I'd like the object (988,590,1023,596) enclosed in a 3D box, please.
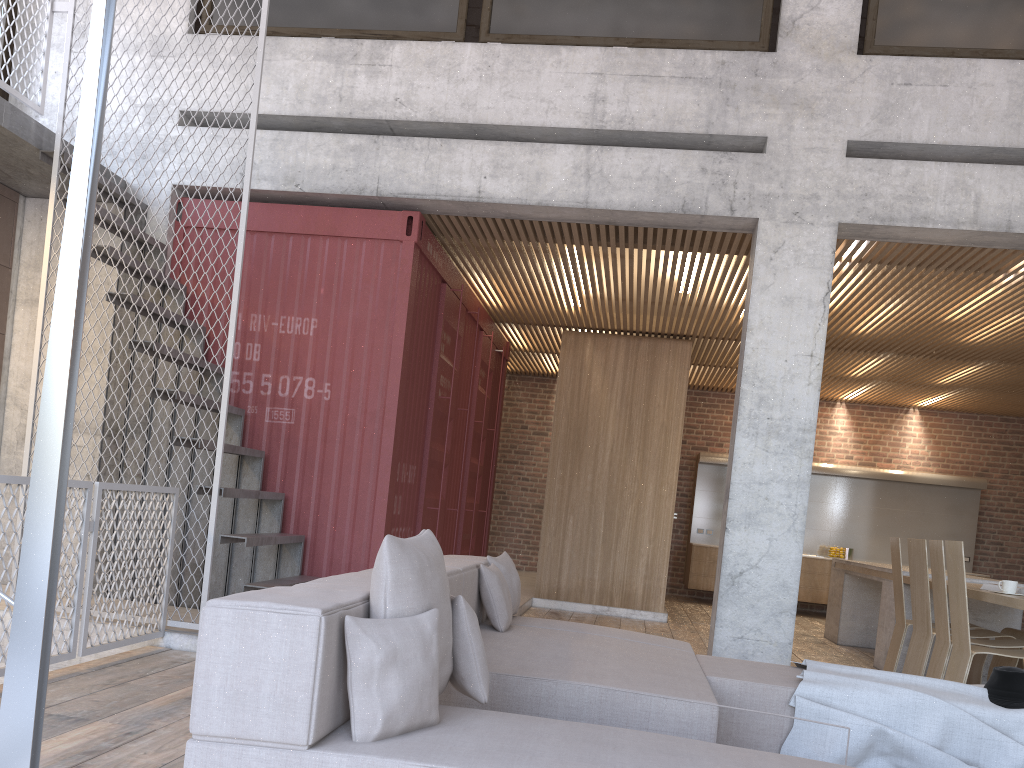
[{"bbox_3d":[3.289,1.389,5.806,0.185,0.014,0.186,7,-8,-5],"label":"object"}]

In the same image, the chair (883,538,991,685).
[{"bbox_3d":[3.306,1.831,6.850,0.719,1.191,0.350,6,0,13],"label":"chair"}]

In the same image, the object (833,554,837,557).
[{"bbox_3d":[4.666,2.480,12.659,0.064,0.053,0.051,10,-5,-39],"label":"object"}]

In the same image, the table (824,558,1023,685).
[{"bbox_3d":[3.793,2.109,7.476,1.009,0.914,5.248,5,-8,9],"label":"table"}]

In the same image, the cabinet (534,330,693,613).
[{"bbox_3d":[1.422,1.266,11.873,1.514,3.110,3.793,6,-5,9],"label":"cabinet"}]

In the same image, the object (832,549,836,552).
[{"bbox_3d":[4.652,2.406,12.677,0.054,0.052,0.061,9,-5,-34],"label":"object"}]

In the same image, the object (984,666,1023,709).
[{"bbox_3d":[2.254,1.364,3.964,0.298,0.168,0.304,6,-6,-4],"label":"object"}]

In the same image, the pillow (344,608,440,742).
[{"bbox_3d":[-0.328,0.821,2.453,0.150,0.375,0.373,5,-3,41],"label":"pillow"}]

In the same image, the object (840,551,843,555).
[{"bbox_3d":[4.756,2.440,12.670,0.061,0.053,0.053,6,-4,-1],"label":"object"}]

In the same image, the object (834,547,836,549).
[{"bbox_3d":[4.700,2.391,12.726,0.051,0.053,0.063,3,-6,45],"label":"object"}]

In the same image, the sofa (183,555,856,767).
[{"bbox_3d":[0.832,1.285,3.537,3.004,0.781,3.032,5,-8,8],"label":"sofa"}]

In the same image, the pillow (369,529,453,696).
[{"bbox_3d":[-0.306,0.737,2.748,0.221,0.554,0.569,6,-4,11],"label":"pillow"}]

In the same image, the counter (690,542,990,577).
[{"bbox_3d":[4.679,2.550,12.786,4.068,0.020,0.660,5,-8,8],"label":"counter"}]

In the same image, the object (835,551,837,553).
[{"bbox_3d":[4.694,2.447,12.683,0.063,0.053,0.051,10,-5,-39],"label":"object"}]

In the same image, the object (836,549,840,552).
[{"bbox_3d":[4.707,2.397,12.656,0.064,0.053,0.051,9,-5,-34],"label":"object"}]

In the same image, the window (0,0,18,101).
[{"bbox_3d":[-4.103,-2.770,4.933,0.110,1.734,3.606,6,-6,9],"label":"window"}]

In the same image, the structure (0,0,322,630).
[{"bbox_3d":[-2.941,-0.631,4.800,3.030,4.297,3.714,6,-3,8],"label":"structure"}]

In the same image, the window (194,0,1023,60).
[{"bbox_3d":[1.759,-2.557,6.095,8.416,0.608,0.113,5,0,8],"label":"window"}]

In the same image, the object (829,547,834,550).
[{"bbox_3d":[4.646,2.393,12.750,0.053,0.051,0.063,6,-5,1],"label":"object"}]

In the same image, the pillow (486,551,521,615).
[{"bbox_3d":[-0.045,1.142,4.981,0.187,0.364,0.366,6,-4,13],"label":"pillow"}]

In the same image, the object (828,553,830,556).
[{"bbox_3d":[4.639,2.486,12.773,0.059,0.057,0.052,2,-5,45],"label":"object"}]

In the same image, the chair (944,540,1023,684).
[{"bbox_3d":[3.016,1.588,5.356,0.720,1.191,0.350,6,0,11],"label":"chair"}]

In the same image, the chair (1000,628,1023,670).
[{"bbox_3d":[4.195,1.907,6.728,0.721,1.191,0.349,6,0,2],"label":"chair"}]

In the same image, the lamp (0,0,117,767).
[{"bbox_3d":[-0.381,-0.281,2.659,2.632,3.415,0.755,6,0,-5],"label":"lamp"}]

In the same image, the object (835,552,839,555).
[{"bbox_3d":[4.698,2.447,12.652,0.061,0.054,0.052,4,-4,22],"label":"object"}]

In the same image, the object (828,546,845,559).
[{"bbox_3d":[4.703,2.434,12.719,0.189,0.174,0.209,5,-5,8],"label":"object"}]

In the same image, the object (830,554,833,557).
[{"bbox_3d":[4.642,2.483,12.712,0.074,0.063,0.064,8,-4,-26],"label":"object"}]

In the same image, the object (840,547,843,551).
[{"bbox_3d":[4.767,2.395,12.689,0.050,0.059,0.060,3,-5,43],"label":"object"}]

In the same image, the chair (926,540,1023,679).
[{"bbox_3d":[3.147,1.672,5.850,0.719,1.191,0.350,6,0,13],"label":"chair"}]

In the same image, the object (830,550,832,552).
[{"bbox_3d":[4.646,2.435,12.730,0.062,0.053,0.052,5,-4,15],"label":"object"}]

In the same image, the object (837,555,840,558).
[{"bbox_3d":[4.734,2.495,12.702,0.061,0.055,0.051,6,-3,-1],"label":"object"}]

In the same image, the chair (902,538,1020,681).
[{"bbox_3d":[3.231,1.752,6.349,0.721,1.191,0.350,6,0,5],"label":"chair"}]

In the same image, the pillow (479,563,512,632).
[{"bbox_3d":[-0.081,1.119,4.588,0.186,0.357,0.374,6,-4,8],"label":"pillow"}]

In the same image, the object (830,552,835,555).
[{"bbox_3d":[4.628,2.447,12.658,0.060,0.053,0.053,4,-4,20],"label":"object"}]

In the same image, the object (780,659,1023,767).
[{"bbox_3d":[2.061,1.617,4.004,1.589,0.500,1.058,2,-7,26],"label":"object"}]

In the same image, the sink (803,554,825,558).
[{"bbox_3d":[4.138,2.576,12.826,0.728,0.191,0.529,5,-7,8],"label":"sink"}]

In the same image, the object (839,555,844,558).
[{"bbox_3d":[4.752,2.487,12.645,0.062,0.052,0.053,7,-4,-7],"label":"object"}]

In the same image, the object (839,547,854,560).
[{"bbox_3d":[4.920,2.497,12.897,0.190,0.169,0.193,5,-5,19],"label":"object"}]

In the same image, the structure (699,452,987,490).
[{"bbox_3d":[4.846,1.284,12.995,4.068,0.156,0.210,5,-5,8],"label":"structure"}]

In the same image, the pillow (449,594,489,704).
[{"bbox_3d":[-0.179,0.888,2.991,0.170,0.370,0.377,6,-4,-18],"label":"pillow"}]

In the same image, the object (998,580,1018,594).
[{"bbox_3d":[3.283,1.344,5.797,0.118,0.088,0.093,10,-6,-38],"label":"object"}]

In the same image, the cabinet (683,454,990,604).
[{"bbox_3d":[4.746,2.216,12.992,4.105,2.069,1.082,5,-1,8],"label":"cabinet"}]

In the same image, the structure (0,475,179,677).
[{"bbox_3d":[-3.376,0.692,3.427,1.922,0.928,4.479,5,-8,8],"label":"structure"}]
